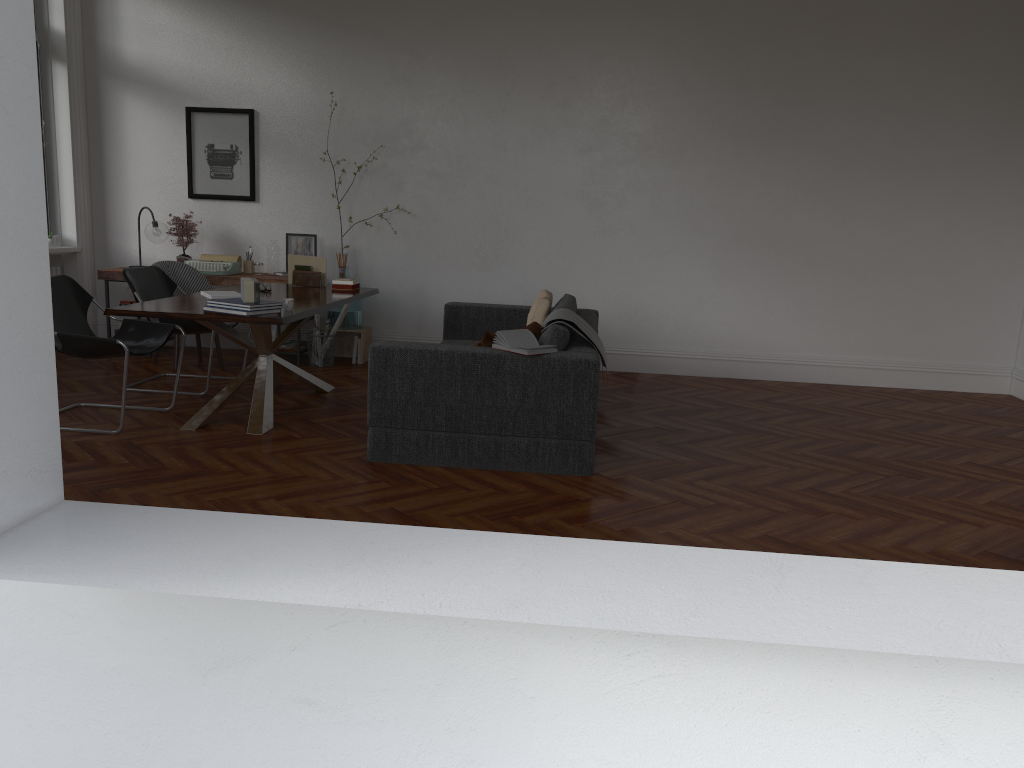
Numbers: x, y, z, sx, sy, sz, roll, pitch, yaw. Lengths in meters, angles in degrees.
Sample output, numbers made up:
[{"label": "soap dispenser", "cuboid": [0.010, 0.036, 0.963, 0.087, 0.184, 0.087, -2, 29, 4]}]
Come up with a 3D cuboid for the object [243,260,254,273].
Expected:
[{"label": "object", "cuboid": [-2.397, -1.068, 8.067, 0.075, 0.114, 0.058, 4, 12, 5]}]

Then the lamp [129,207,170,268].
[{"label": "lamp", "cuboid": [-3.263, -1.310, 7.956, 0.441, 0.552, 0.207, 9, 13, 27]}]

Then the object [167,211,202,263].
[{"label": "object", "cuboid": [-2.997, -1.311, 8.072, 0.289, 0.531, 0.307, -7, 15, -39]}]

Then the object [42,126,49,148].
[{"label": "object", "cuboid": [-4.096, -1.693, 7.590, 0.289, 1.058, 0.294, 4, 12, 8]}]

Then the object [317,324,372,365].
[{"label": "object", "cuboid": [-1.539, -0.358, 8.106, 0.435, 0.318, 0.340, 4, 11, 5]}]

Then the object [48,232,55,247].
[{"label": "object", "cuboid": [-4.113, -1.287, 7.903, 0.072, 0.135, 0.072, 9, 13, 29]}]

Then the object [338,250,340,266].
[{"label": "object", "cuboid": [-1.332, -0.938, 6.857, 0.008, 0.196, 0.032, -8, 16, -40]}]

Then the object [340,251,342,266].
[{"label": "object", "cuboid": [-1.314, -0.927, 6.816, 0.008, 0.194, 0.049, 4, 12, 9]}]

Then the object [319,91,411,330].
[{"label": "object", "cuboid": [-1.310, -1.523, 7.922, 0.807, 2.067, 0.352, 0, 12, -14]}]

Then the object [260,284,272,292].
[{"label": "object", "cuboid": [-1.799, -0.686, 6.333, 0.132, 0.047, 0.114, -4, 13, -31]}]

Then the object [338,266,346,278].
[{"label": "object", "cuboid": [-1.314, -0.867, 6.857, 0.058, 0.091, 0.058, 1, 12, -8]}]

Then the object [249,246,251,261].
[{"label": "object", "cuboid": [-2.388, -1.137, 8.081, 0.023, 0.240, 0.028, 3, 12, 2]}]

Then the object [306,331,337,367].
[{"label": "object", "cuboid": [-1.668, -0.292, 7.765, 0.260, 0.306, 0.260, -4, 13, -30]}]

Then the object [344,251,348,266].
[{"label": "object", "cuboid": [-1.285, -0.929, 6.833, 0.049, 0.194, 0.008, 9, 13, 28]}]

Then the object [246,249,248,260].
[{"label": "object", "cuboid": [-2.409, -1.119, 8.068, 0.008, 0.208, 0.054, -4, 14, -29]}]

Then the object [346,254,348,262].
[{"label": "object", "cuboid": [-1.284, -0.933, 6.846, 0.036, 0.196, 0.008, 6, 12, 17]}]

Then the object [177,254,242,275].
[{"label": "object", "cuboid": [-2.695, -1.060, 7.825, 0.535, 0.149, 0.482, 3, 11, 3]}]

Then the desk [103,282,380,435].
[{"label": "desk", "cuboid": [-1.672, -0.217, 6.032, 1.029, 0.754, 2.217, 4, 11, 5]}]

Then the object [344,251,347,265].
[{"label": "object", "cuboid": [-1.297, -0.936, 6.867, 0.008, 0.195, 0.044, 11, 14, 34]}]

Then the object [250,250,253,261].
[{"label": "object", "cuboid": [-2.381, -1.119, 8.074, 0.054, 0.208, 0.008, 0, 12, -12]}]

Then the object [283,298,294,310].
[{"label": "object", "cuboid": [-1.328, -0.470, 5.240, 0.064, 0.065, 0.082, 8, 12, 25]}]

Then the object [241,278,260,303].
[{"label": "object", "cuboid": [-1.498, -0.536, 5.073, 0.082, 0.126, 0.274, -2, 12, -21]}]

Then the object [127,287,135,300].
[{"label": "object", "cuboid": [-3.338, -0.801, 7.899, 0.173, 0.110, 0.173, 12, 14, 40]}]

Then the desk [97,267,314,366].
[{"label": "desk", "cuboid": [-2.674, -0.617, 7.968, 1.798, 0.761, 0.645, 3, 11, 5]}]

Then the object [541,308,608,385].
[{"label": "object", "cuboid": [0.388, -0.234, 5.360, 0.400, 0.389, 0.749, 4, 11, 5]}]

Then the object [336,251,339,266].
[{"label": "object", "cuboid": [-1.336, -0.930, 6.830, 0.049, 0.194, 0.008, -3, 13, -25]}]

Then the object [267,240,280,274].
[{"label": "object", "cuboid": [-2.162, -1.149, 8.039, 0.111, 0.303, 0.111, 13, 15, 40]}]

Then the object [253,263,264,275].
[{"label": "object", "cuboid": [-2.266, -1.029, 7.918, 0.093, 0.102, 0.093, 2, 11, -4]}]

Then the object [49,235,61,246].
[{"label": "object", "cuboid": [-4.182, -1.305, 8.081, 0.132, 0.098, 0.134, -3, 12, -25]}]

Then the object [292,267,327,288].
[{"label": "object", "cuboid": [-1.576, -0.845, 6.901, 0.228, 0.167, 0.149, 3, 11, 5]}]

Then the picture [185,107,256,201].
[{"label": "picture", "cuboid": [-2.669, -2.106, 8.131, 0.634, 0.819, 0.050, 4, 12, 5]}]

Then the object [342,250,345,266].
[{"label": "object", "cuboid": [-1.309, -0.938, 6.869, 0.008, 0.196, 0.038, 10, 14, 30]}]
